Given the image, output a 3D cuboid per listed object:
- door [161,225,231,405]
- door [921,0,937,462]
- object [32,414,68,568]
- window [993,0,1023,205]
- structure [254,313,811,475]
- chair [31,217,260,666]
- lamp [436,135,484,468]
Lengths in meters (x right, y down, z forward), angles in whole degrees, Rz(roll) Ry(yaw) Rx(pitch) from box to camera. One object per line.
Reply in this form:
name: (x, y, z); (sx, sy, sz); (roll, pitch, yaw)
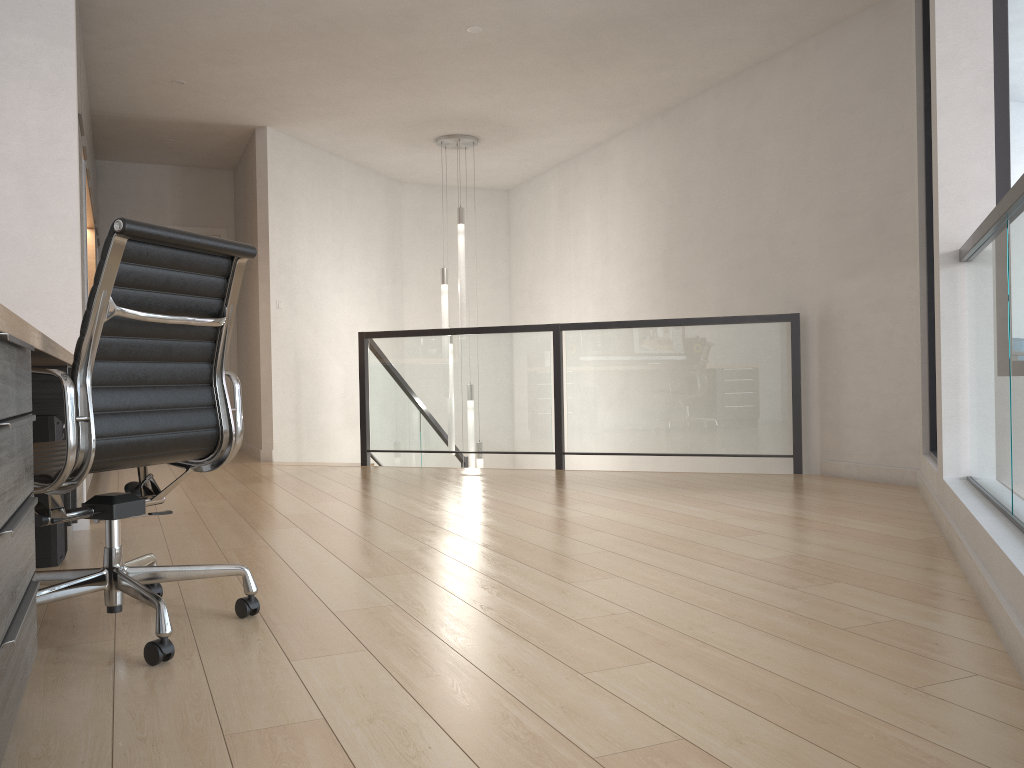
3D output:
door: (-3.167, -0.421, 8.349); (0.974, 2.136, 0.085); (-1, 0, -24)
door: (2.387, -0.892, 3.964); (0.924, 2.500, 0.905); (-1, 0, 21)
object: (-1.832, 0.380, 3.111); (0.474, 0.527, 0.215); (-1, 0, -24)
window: (4.232, -1.271, 2.633); (5.002, 2.402, 0.170); (-1, 0, 21)
structure: (0.472, 1.745, 7.479); (4.190, 4.339, 2.823); (-1, 0, 21)
chair: (-1.038, 0.136, 2.219); (0.699, 0.991, 0.664); (-1, 0, 27)
lamp: (-0.457, -1.245, 7.667); (0.359, 6.725, 0.359); (-1, 0, 13)
